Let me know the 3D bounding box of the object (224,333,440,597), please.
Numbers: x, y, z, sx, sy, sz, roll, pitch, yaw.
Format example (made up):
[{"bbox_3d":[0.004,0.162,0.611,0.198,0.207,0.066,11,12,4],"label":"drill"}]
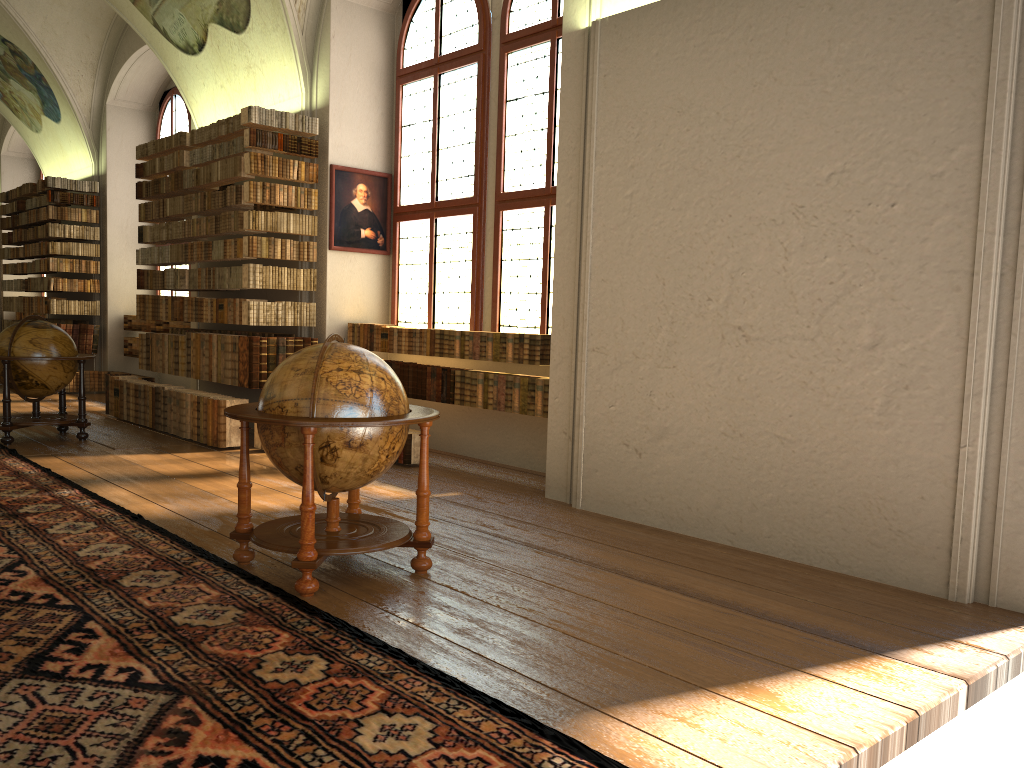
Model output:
[{"bbox_3d":[-1.086,0.417,5.410,1.279,1.451,1.277,2,5,-5],"label":"object"}]

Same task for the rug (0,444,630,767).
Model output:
[{"bbox_3d":[-9.971,0.401,11.095,4.702,0.064,36.859,-2,5,-42],"label":"rug"}]

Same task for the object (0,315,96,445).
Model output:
[{"bbox_3d":[-5.566,-0.079,10.361,1.278,1.451,1.277,3,5,10],"label":"object"}]
